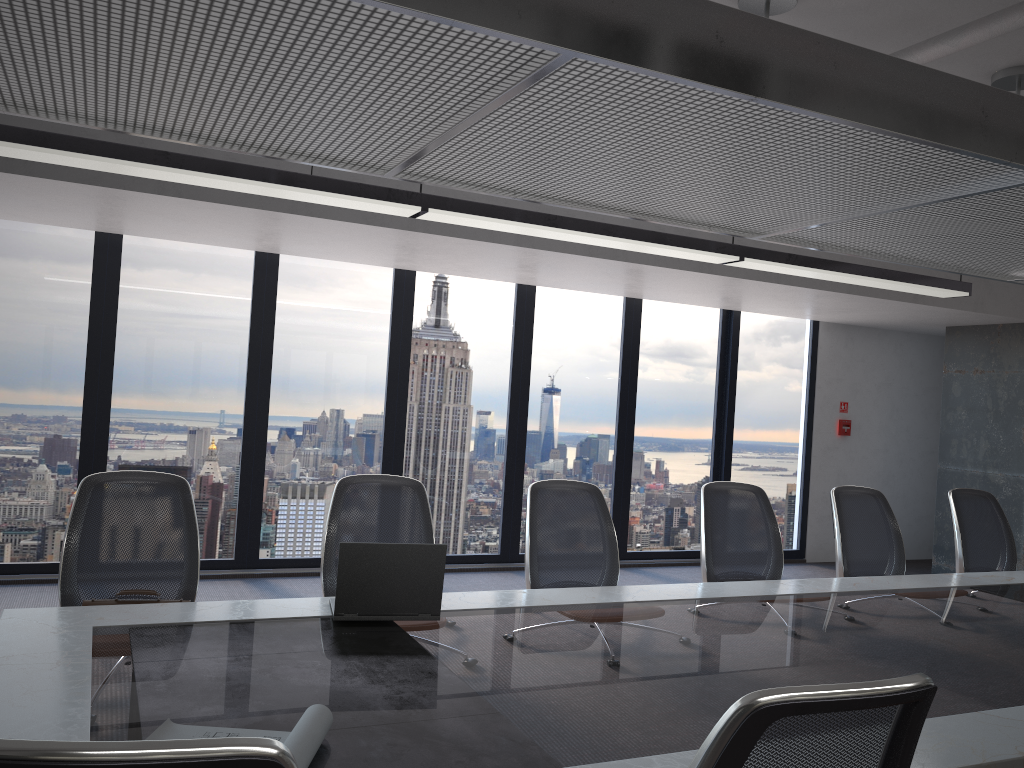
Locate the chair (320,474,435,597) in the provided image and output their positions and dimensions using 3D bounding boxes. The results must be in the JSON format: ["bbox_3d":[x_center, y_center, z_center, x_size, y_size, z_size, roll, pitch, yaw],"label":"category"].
[{"bbox_3d":[-0.511,0.991,3.628,0.828,1.166,0.789,3,-1,40],"label":"chair"}]

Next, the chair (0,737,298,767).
[{"bbox_3d":[-0.560,0.955,1.289,0.828,1.166,0.789,3,-1,44],"label":"chair"}]

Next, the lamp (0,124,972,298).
[{"bbox_3d":[1.282,-1.226,3.193,6.097,0.908,4.126,4,-1,-25],"label":"lamp"}]

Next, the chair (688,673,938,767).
[{"bbox_3d":[0.316,1.017,1.643,0.828,1.166,0.789,3,-1,29],"label":"chair"}]

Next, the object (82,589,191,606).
[{"bbox_3d":[-1.363,0.898,3.208,0.378,0.308,0.138,4,-1,-14],"label":"object"}]

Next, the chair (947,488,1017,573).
[{"bbox_3d":[2.947,1.235,5.169,0.828,1.166,0.789,3,-1,29],"label":"chair"}]

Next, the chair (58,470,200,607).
[{"bbox_3d":[-1.337,0.931,3.167,0.828,1.166,0.789,3,-1,29],"label":"chair"}]

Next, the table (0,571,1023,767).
[{"bbox_3d":[1.195,1.300,3.203,5.498,0.745,1.898,4,-1,-25],"label":"table"}]

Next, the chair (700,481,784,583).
[{"bbox_3d":[1.288,1.118,4.492,0.828,1.166,0.789,3,-1,35],"label":"chair"}]

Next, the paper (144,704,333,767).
[{"bbox_3d":[-0.603,0.760,1.871,0.379,0.069,0.348,4,-1,0],"label":"paper"}]

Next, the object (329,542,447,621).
[{"bbox_3d":[-0.447,0.679,3.156,0.366,0.277,0.308,4,-1,-15],"label":"object"}]

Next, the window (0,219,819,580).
[{"bbox_3d":[-0.997,0.240,7.509,9.225,2.670,0.121,4,-1,-25],"label":"window"}]

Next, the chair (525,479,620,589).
[{"bbox_3d":[0.376,1.052,3.968,0.828,1.166,0.789,3,-1,29],"label":"chair"}]

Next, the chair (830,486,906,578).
[{"bbox_3d":[2.090,1.174,4.769,0.828,1.166,0.789,3,-1,29],"label":"chair"}]
